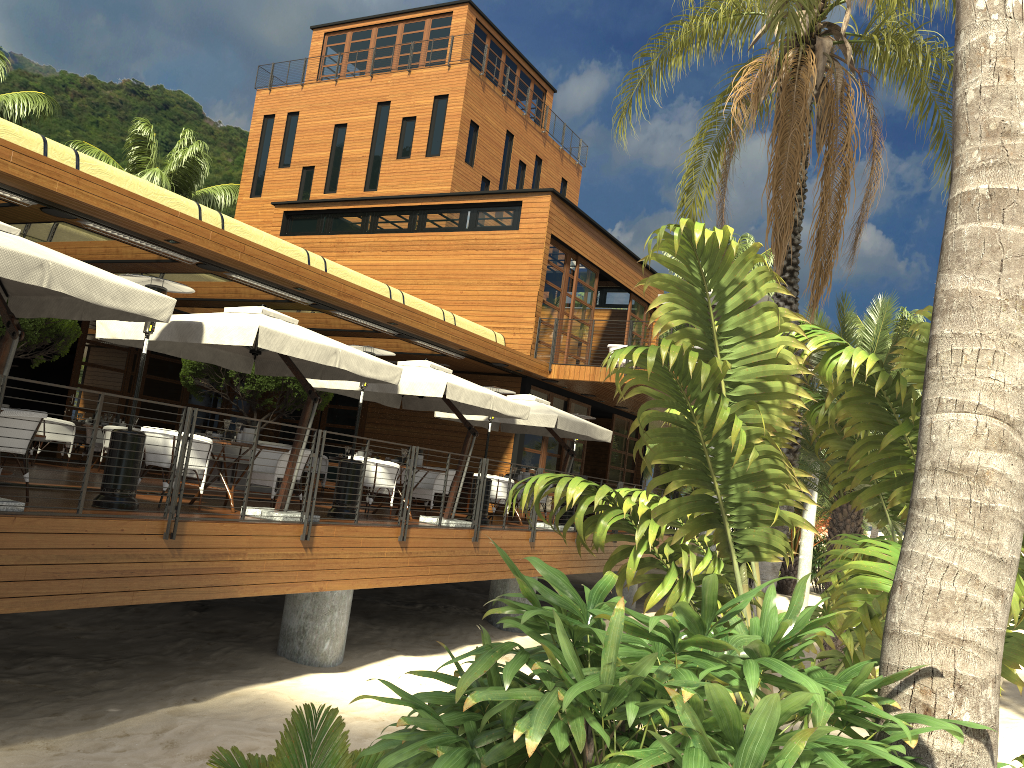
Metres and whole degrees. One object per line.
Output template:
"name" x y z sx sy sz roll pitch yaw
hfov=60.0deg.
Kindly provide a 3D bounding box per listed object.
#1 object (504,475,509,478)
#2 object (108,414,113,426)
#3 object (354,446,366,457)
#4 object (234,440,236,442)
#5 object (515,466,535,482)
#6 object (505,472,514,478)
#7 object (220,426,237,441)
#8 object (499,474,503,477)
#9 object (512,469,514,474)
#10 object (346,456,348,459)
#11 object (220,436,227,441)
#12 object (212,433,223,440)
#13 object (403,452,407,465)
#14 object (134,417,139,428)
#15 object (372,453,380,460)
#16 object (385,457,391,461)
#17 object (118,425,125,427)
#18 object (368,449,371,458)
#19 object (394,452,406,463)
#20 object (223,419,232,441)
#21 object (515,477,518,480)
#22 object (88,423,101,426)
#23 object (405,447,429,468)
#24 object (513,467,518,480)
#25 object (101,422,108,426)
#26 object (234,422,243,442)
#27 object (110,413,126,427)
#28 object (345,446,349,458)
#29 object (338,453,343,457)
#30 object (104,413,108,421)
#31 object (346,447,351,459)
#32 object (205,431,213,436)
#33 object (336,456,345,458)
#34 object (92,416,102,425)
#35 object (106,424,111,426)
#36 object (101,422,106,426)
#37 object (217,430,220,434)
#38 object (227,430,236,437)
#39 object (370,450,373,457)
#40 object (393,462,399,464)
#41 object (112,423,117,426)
"object" -0.089 1.652 15.653 0.116 0.065 0.115 6 -7 10
"object" -6.912 0.625 15.220 0.082 0.227 0.082 1 -9 40
"object" -2.925 1.333 17.022 0.263 0.264 0.263 9 -7 -15
"object" -3.138 0.649 10.130 0.080 0.042 0.080 9 -7 -10
"object" 0.224 1.601 15.728 0.263 0.264 0.263 9 -7 -16
"object" -0.044 1.624 15.869 0.163 0.179 0.167 3 -8 31
"object" -3.206 0.554 9.986 0.163 0.179 0.167 3 -8 31
"object" -0.192 1.632 15.693 0.086 0.086 0.086 4 -8 29
"object" -0.002 1.628 16.098 0.082 0.227 0.082 3 -8 30
"object" -3.139 1.405 17.016 0.116 0.065 0.116 9 -7 -11
"object" -3.165 0.600 9.721 0.080 0.042 0.080 9 -7 -10
"object" -3.251 0.582 9.769 0.116 0.065 0.115 4 -7 27
"object" -1.593 1.089 13.136 0.082 0.227 0.082 3 -8 30
"object" -6.568 0.697 15.460 0.082 0.227 0.082 14 -10 -42
"object" -2.591 1.398 16.836 0.163 0.179 0.167 9 -7 -12
"object" -1.784 1.093 12.731 0.086 0.086 0.086 3 -8 33
"object" -6.754 0.742 15.320 0.116 0.065 0.116 9 -7 -17
"object" -2.716 1.351 16.803 0.082 0.227 0.082 11 -8 -26
"object" -1.636 1.085 12.908 0.163 0.179 0.167 3 -8 31
"object" -3.117 0.502 9.663 0.082 0.227 0.082 3 -8 30
"object" 0.112 1.714 15.969 0.116 0.065 0.115 6 -7 10
"object" -7.136 0.698 15.188 0.170 0.025 0.294 13 -8 -38
"object" -1.368 1.062 12.767 0.263 0.264 0.263 9 -7 -16
"object" 0.046 1.573 15.546 0.082 0.227 0.082 3 -8 30
"object" -7.054 0.706 15.345 0.116 0.065 0.116 13 -9 -40
"object" -3.164 0.558 10.214 0.082 0.227 0.082 5 -8 18
"object" -6.862 0.648 15.500 0.263 0.264 0.263 14 -9 -43
"object" -3.139 1.294 16.786 0.082 0.227 0.082 9 -7 -9
"object" -3.312 1.386 17.147 0.086 0.086 0.086 2 -9 39
"object" -7.151 0.635 15.589 0.082 0.227 0.082 14 -10 -42
"object" -3.171 1.335 17.196 0.082 0.227 0.082 11 -8 -26
"object" -3.355 0.562 9.809 0.086 0.086 0.086 3 -8 33
"object" -3.277 1.396 16.915 0.170 0.025 0.294 9 -6 -10
"object" -7.249 0.638 15.492 0.162 0.179 0.168 13 -9 -40
"object" -6.959 0.725 15.297 0.080 0.042 0.080 9 -7 -10
"object" -7.110 0.699 15.445 0.086 0.086 0.086 7 -7 7
"object" -5.946 1.057 17.956 0.082 0.227 0.082 11 -8 -23
"object" -5.761 1.092 18.190 0.263 0.264 0.263 9 -7 -12
"object" -2.751 1.395 17.239 0.082 0.227 0.082 9 -7 -9
"object" -1.715 1.111 12.529 0.295 0.025 0.170 4 -7 29
"object" -6.817 0.711 15.212 0.086 0.086 0.086 7 -7 2
